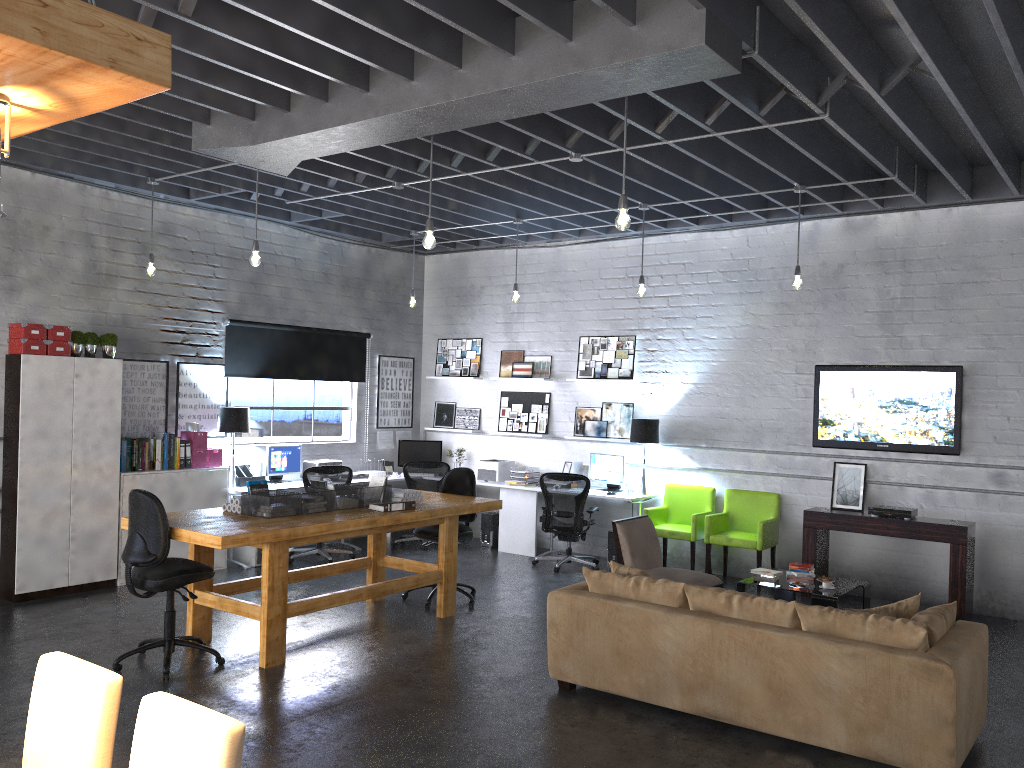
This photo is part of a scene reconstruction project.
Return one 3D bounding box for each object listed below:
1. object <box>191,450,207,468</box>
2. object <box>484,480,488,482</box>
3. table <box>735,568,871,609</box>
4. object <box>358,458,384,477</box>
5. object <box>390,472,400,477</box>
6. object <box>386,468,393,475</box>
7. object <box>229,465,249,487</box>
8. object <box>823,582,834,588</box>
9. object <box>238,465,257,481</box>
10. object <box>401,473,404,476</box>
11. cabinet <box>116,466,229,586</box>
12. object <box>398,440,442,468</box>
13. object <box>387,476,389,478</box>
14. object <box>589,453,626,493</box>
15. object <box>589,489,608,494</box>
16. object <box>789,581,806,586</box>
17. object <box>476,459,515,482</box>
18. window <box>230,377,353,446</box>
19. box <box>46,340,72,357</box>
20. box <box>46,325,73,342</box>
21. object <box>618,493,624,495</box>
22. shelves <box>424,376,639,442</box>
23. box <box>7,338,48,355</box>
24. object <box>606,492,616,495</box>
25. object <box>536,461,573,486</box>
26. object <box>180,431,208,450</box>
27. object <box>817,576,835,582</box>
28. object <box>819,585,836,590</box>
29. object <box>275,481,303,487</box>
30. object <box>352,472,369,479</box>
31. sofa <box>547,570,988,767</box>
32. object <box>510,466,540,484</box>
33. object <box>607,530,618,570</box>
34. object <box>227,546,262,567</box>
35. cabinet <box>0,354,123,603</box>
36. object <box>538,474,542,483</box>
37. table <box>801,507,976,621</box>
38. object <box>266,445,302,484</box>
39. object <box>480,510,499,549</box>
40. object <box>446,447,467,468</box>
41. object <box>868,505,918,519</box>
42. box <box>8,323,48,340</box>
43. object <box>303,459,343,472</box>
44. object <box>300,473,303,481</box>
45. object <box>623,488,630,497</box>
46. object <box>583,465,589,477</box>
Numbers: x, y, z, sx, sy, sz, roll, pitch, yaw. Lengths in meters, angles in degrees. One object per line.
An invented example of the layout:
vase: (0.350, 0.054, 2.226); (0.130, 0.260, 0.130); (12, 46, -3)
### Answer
object: (-3.172, 0.738, 8.828); (0.213, 0.177, 0.161); (1, 0, 36)
object: (-0.309, 1.160, 10.593); (0.017, 0.016, 0.075); (2, -1, -29)
table: (2.509, 1.852, 7.638); (0.873, 0.300, 0.873); (1, -1, 40)
object: (-1.731, 1.027, 10.899); (0.324, 0.208, 0.233); (1, 0, 36)
object: (-1.434, 1.113, 10.887); (0.130, 0.049, 0.130); (2, -1, -37)
object: (-1.573, 1.067, 11.197); (0.088, 0.141, 0.155); (2, 0, -39)
object: (-2.891, 0.973, 9.373); (0.209, 0.208, 0.104); (2, 0, 37)
object: (2.621, 1.671, 7.362); (0.081, 0.052, 0.077); (2, 0, -5)
object: (-2.828, 0.976, 9.457); (0.209, 0.208, 0.104); (2, 0, 37)
object: (-1.180, 1.135, 11.114); (0.422, 0.028, 0.181); (2, -1, -4)
cabinet: (-3.386, 1.328, 8.607); (0.465, 1.021, 1.152); (2, 0, 36)
object: (-1.191, 0.939, 11.448); (0.560, 0.427, 0.147); (2, 0, -17)
object: (-1.512, 1.124, 10.704); (0.058, 0.020, 0.071); (2, -1, 0)
object: (1.099, 0.993, 9.922); (0.465, 0.417, 0.212); (1, 0, 41)
object: (0.833, 1.178, 9.758); (0.422, 0.028, 0.181); (1, -1, 31)
object: (2.417, 1.682, 7.504); (0.137, 0.031, 0.137); (2, -1, -28)
object: (-0.200, 1.057, 10.896); (0.351, 0.235, 0.351); (1, 0, 36)
window: (-2.522, 0.078, 10.261); (0.030, 1.220, 1.822); (2, 0, 36)
box: (-3.945, -0.303, 7.612); (0.270, 0.131, 0.206); (1, -1, 36)
box: (-3.942, -0.434, 7.612); (0.268, 0.133, 0.206); (1, -1, 36)
object: (1.184, 1.196, 9.597); (0.046, 0.009, 0.121); (1, -1, 21)
shelves: (0.143, 0.276, 10.764); (3.023, 0.694, 0.199); (1, 0, 36)
box: (-4.068, -0.309, 7.444); (0.270, 0.131, 0.206); (1, -1, 36)
object: (1.070, 1.179, 9.579); (0.114, 0.036, 0.058); (2, -1, -39)
object: (0.538, 1.050, 10.341); (0.405, 0.280, 0.399); (1, 0, 36)
object: (-3.167, 0.561, 8.828); (0.214, 0.177, 0.161); (1, 0, 36)
object: (2.730, 1.690, 7.712); (0.151, 0.040, 0.151); (2, -1, -36)
object: (2.618, 1.694, 7.362); (0.131, 0.016, 0.131); (1, -1, 43)
object: (-2.364, 1.081, 9.609); (0.181, 0.028, 0.422); (1, -1, 26)
object: (-1.939, 1.088, 10.629); (0.392, 0.064, 0.259); (1, -1, 36)
sofa: (1.460, 1.629, 5.282); (2.329, 0.628, 1.104); (1, -1, 36)
object: (0.157, 1.092, 10.626); (0.229, 0.180, 0.316); (1, 0, 36)
object: (1.221, 1.782, 9.599); (0.180, 0.411, 0.476); (2, 0, 36)
object: (-2.740, 1.660, 9.241); (0.478, 0.411, 0.200); (2, 0, 36)
cabinet: (-3.905, 0.789, 7.711); (0.291, 2.047, 0.873); (2, 0, 36)
object: (0.357, 1.125, 10.531); (0.093, 0.116, 0.067); (2, 0, 36)
table: (3.449, 1.627, 8.187); (1.410, 0.820, 0.404); (1, 0, 36)
object: (-2.554, 0.883, 9.798); (0.212, 0.417, 0.465); (2, 0, 36)
object: (-0.171, 1.754, 10.719); (0.180, 0.411, 0.476); (2, 0, 36)
object: (-0.722, 0.983, 11.321); (0.297, 0.363, 0.271); (2, 0, -9)
object: (3.500, 1.177, 8.144); (0.370, 0.082, 0.266); (1, -1, 36)
box: (-4.064, -0.438, 7.443); (0.270, 0.131, 0.206); (1, -1, 36)
object: (-2.108, 0.995, 10.226); (0.485, 0.230, 0.420); (1, -1, 36)
object: (-2.333, 1.056, 9.998); (0.090, 0.090, 0.082); (2, 0, -29)
object: (1.216, 1.158, 9.443); (0.069, 0.083, 0.090); (2, 0, 35)
object: (0.779, 1.066, 10.156); (0.087, 0.259, 0.236); (2, 0, 36)
